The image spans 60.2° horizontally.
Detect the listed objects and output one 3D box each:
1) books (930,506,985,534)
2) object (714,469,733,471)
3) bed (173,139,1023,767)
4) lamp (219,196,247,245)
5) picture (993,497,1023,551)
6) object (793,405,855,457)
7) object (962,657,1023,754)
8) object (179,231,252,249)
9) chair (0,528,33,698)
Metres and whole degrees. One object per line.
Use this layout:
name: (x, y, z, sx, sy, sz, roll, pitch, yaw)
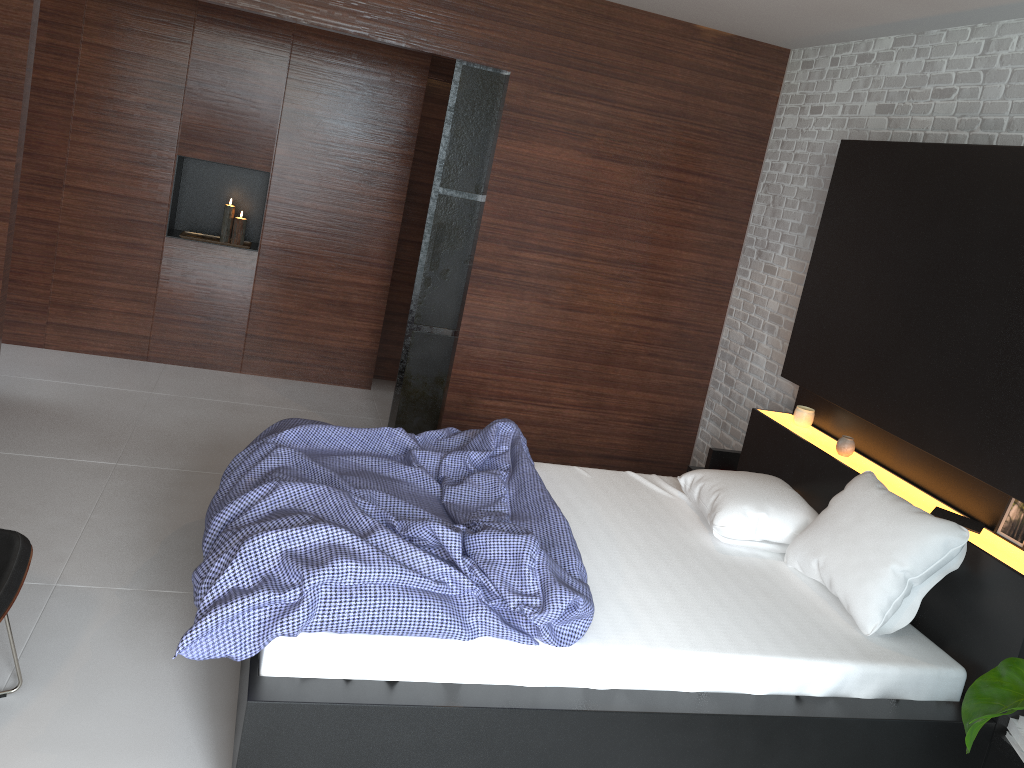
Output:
books: (1.513, 0.463, 3.001, 0.161, 0.013, 0.125, 21, 16, 33)
object: (1.102, 0.492, 4.371, 0.183, 0.082, 0.200, 7, 14, -21)
bed: (0.402, -0.024, 3.007, 2.598, 2.016, 2.606, 8, 12, -16)
lamp: (-1.741, -1.022, 5.544, 0.154, 0.294, 0.078, 13, 9, 7)
picture: (1.650, 0.443, 2.877, 0.036, 0.155, 0.127, 9, 11, -18)
object: (1.324, 0.197, 3.752, 0.088, 0.084, 0.457, 9, 14, -12)
object: (1.290, 1.036, 1.542, 0.852, 1.035, 1.004, 12, 11, 2)
object: (-1.857, -0.903, 5.549, 0.425, 0.020, 0.235, 8, 14, -16)
chair: (-1.620, 0.505, 2.022, 0.815, 0.682, 0.801, 13, 12, 4)
